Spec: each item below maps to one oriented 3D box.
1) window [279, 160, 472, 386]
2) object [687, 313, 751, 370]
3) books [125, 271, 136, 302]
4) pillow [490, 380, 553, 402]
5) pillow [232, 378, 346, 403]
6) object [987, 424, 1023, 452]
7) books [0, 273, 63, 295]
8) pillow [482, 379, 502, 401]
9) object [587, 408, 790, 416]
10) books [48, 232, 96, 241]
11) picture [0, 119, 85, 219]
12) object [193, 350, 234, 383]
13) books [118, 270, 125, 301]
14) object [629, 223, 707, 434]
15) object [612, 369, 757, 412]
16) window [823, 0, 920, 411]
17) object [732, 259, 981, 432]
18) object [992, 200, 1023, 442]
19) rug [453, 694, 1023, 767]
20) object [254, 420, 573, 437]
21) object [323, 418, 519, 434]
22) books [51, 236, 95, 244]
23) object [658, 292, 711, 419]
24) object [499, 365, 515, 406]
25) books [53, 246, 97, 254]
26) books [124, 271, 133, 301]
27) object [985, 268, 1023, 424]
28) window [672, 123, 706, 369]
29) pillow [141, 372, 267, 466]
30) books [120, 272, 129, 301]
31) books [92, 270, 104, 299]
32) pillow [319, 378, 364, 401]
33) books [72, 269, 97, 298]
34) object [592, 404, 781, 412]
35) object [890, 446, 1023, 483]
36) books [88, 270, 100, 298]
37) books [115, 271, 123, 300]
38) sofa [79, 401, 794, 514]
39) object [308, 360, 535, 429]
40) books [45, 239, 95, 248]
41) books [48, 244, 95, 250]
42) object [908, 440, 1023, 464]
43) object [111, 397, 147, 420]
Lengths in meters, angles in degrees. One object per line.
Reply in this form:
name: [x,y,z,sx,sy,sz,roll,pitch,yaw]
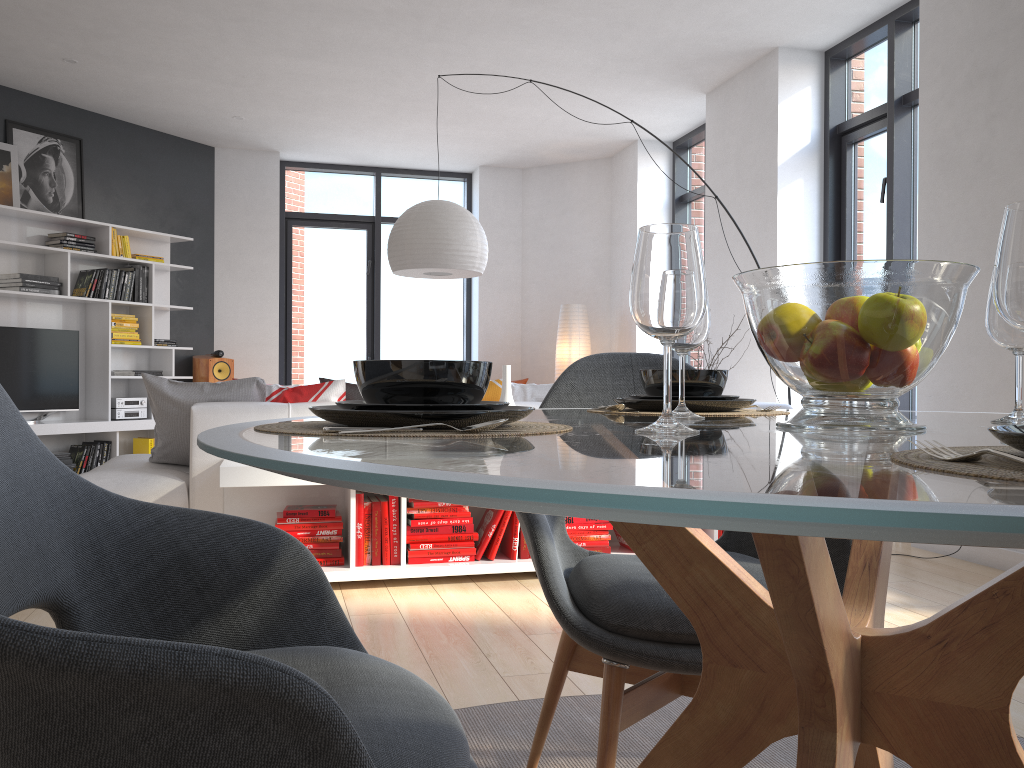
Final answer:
window: [-1.389,-1.012,9.124,1.960,2.402,0.170,0,0,-15]
object: [0.909,-0.052,4.050,0.406,0.744,0.607,0,0,25]
books: [-3.177,-0.795,7.272,0.197,0.260,0.066,0,0,30]
pillow: [0.267,0.173,5.411,0.580,0.456,2.156,0,0,11]
pillow: [-0.229,0.203,4.457,2.250,0.449,0.575,0,0,-18]
object: [0.447,0.016,0.560,0.258,0.074,0.258,0,0,5]
books: [-3.594,-0.734,6.615,0.277,0.137,0.343,0,0,25]
pillow: [0.140,0.192,5.119,0.630,0.440,2.095,0,0,32]
object: [0.316,0.050,1.610,0.360,0.002,0.360,0,0,27]
books: [-3.423,-1.137,6.893,0.209,0.030,0.266,0,0,23]
picture: [-3.752,-1.616,6.562,0.076,0.707,1.279,0,0,30]
object: [-2.717,0.242,7.979,0.290,1.088,0.434,0,0,-45]
books: [-3.227,-0.792,7.187,0.192,0.254,0.075,0,0,29]
object: [0.168,-0.058,0.959,0.083,0.220,0.083,0,0,13]
object: [0.314,0.011,1.621,0.258,0.074,0.258,0,0,-35]
window: [2.295,-0.978,5.217,0.170,2.402,1.310,0,0,-15]
object: [0.408,-0.039,1.071,0.278,0.184,0.278,0,0,-6]
object: [0.489,-0.056,0.817,0.083,0.220,0.083,0,0,36]
rug: [0.397,0.822,1.084,2.499,0.010,2.499,0,0,-42]
object: [-0.110,0.049,1.023,0.360,0.002,0.360,0,0,-40]
object: [-0.108,0.041,1.016,0.206,0.015,0.309,0,0,-10]
books: [-3.411,-1.110,6.890,0.180,0.026,0.246,0,0,32]
object: [0.256,-0.059,1.336,0.083,0.220,0.083,0,0,-43]
object: [0.059,0.117,3.905,0.316,0.398,0.319,0,0,9]
books: [-3.417,-1.031,6.887,0.214,0.030,0.284,0,0,33]
books: [-3.193,-0.790,7.242,0.191,0.249,0.084,0,0,30]
object: [0.704,-0.056,1.232,0.083,0.220,0.083,0,0,36]
window: [1.700,-0.989,7.440,0.170,2.402,1.310,0,0,-15]
pillow: [-0.408,0.170,4.752,2.953,0.453,0.647,0,0,-27]
books: [-3.202,-0.787,7.203,0.179,0.243,0.071,0,0,29]
books: [-3.318,-0.782,7.008,0.169,0.233,0.081,0,0,29]
pillow: [0.085,0.178,4.549,2.120,0.436,0.608,0,0,-19]
books: [-3.358,-0.782,6.956,0.182,0.234,0.104,0,0,30]
object: [0.307,0.042,1.608,0.309,0.015,0.206,0,0,-10]
object: [0.439,0.054,0.571,0.360,0.002,0.360,0,0,-40]
books: [-3.345,-0.781,6.988,0.187,0.234,0.096,0,0,30]
books: [-3.216,-0.785,7.154,0.172,0.242,0.069,0,0,31]
sofa: [-0.530,0.441,5.226,3.424,0.732,2.614,0,0,-15]
object: [-0.102,0.011,1.024,0.258,0.074,0.258,0,0,-35]
books: [-3.436,-1.082,6.900,0.214,0.030,0.284,0,0,33]
books: [-3.421,-1.057,6.888,0.189,0.020,0.264,0,0,28]
object: [0.448,0.046,0.577,0.309,0.015,0.206,0,0,-5]
object: [-3.186,0.199,7.248,0.270,0.174,0.285,0,0,30]
